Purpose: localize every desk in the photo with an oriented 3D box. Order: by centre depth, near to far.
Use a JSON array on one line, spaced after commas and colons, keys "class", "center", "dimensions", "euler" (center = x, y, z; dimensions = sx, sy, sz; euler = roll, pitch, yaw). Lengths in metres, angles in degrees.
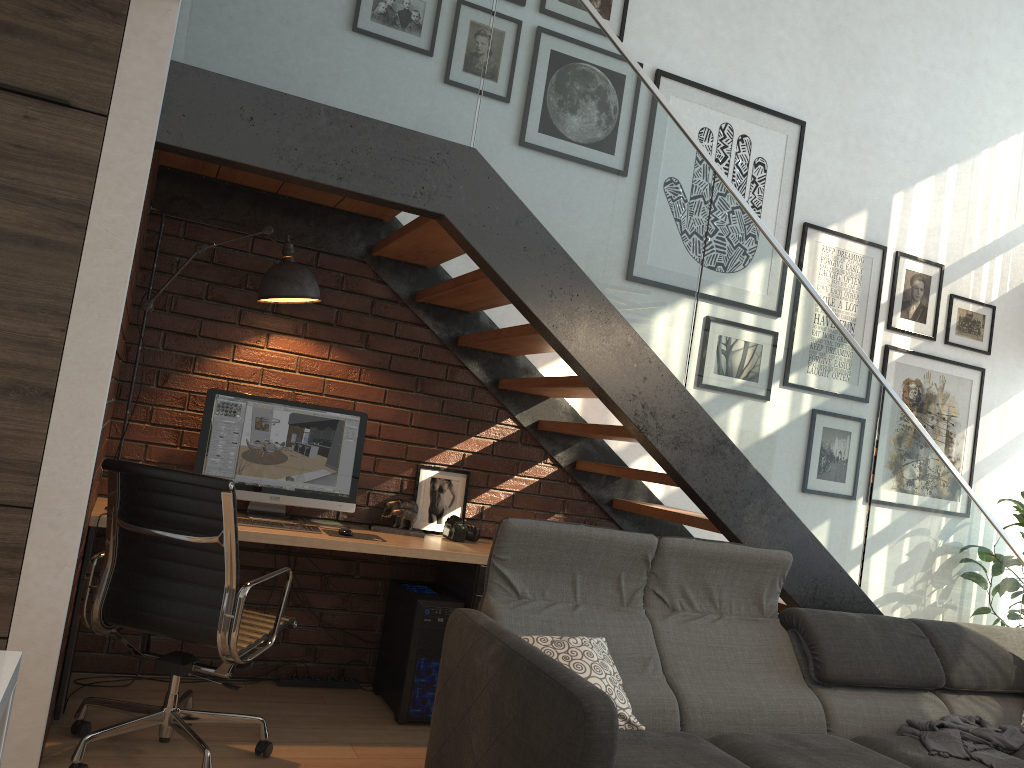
[{"class": "desk", "center": [-0.722, 1.034, 3.907], "dimensions": [2.182, 0.750, 0.610], "euler": [10, -5, -22]}]

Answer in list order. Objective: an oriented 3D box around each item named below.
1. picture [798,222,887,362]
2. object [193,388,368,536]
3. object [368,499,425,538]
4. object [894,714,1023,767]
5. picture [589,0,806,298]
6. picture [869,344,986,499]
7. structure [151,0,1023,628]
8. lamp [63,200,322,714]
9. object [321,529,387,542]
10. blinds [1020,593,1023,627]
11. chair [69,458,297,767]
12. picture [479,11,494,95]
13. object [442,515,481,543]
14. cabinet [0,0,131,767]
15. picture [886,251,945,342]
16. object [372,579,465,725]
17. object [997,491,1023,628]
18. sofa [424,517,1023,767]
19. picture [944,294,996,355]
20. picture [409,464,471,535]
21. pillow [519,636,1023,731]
[{"class": "picture", "center": [1.966, -0.423, 5.379], "dimensions": [0.654, 0.990, 0.025], "euler": [10, -5, -22]}, {"class": "object", "center": [-0.991, 0.338, 3.863], "dimensions": [0.716, 0.535, 0.431], "euler": [10, -5, -22]}, {"class": "object", "center": [-0.534, 0.622, 4.184], "dimensions": [0.252, 0.160, 0.149], "euler": [10, -4, -13]}, {"class": "object", "center": [1.724, 1.328, 3.349], "dimensions": [0.411, 0.118, 0.905], "euler": [5, -6, 43]}, {"class": "picture", "center": [0.887, -1.365, 4.934], "dimensions": [1.785, 1.678, 0.028], "euler": [10, -5, -22]}, {"class": "picture", "center": [2.653, 0.313, 5.661], "dimensions": [0.871, 0.990, 0.025], "euler": [10, -5, -22]}, {"class": "structure", "center": [-0.207, -0.029, 3.864], "dimensions": [5.660, 3.460, 1.289], "euler": [10, -5, -22]}, {"class": "lamp", "center": [-1.219, 0.312, 3.774], "dimensions": [1.054, 2.003, 0.462], "euler": [12, -5, -39]}, {"class": "object", "center": [-0.682, 0.653, 3.824], "dimensions": [0.250, 0.002, 0.200], "euler": [10, -5, -22]}, {"class": "blinds", "center": [3.932, -0.594, 5.535], "dimensions": [0.218, 5.581, 1.223], "euler": [11, -5, -25]}, {"class": "chair", "center": [-1.146, 0.783, 3.075], "dimensions": [0.651, 0.991, 0.700], "euler": [8, -4, 12]}, {"class": "picture", "center": [-0.145, -1.686, 4.503], "dimensions": [0.358, 0.440, 0.022], "euler": [10, -5, -22]}, {"class": "object", "center": [-0.230, 0.697, 4.268], "dimensions": [0.166, 0.119, 0.149], "euler": [11, -5, -25]}, {"class": "cabinet", "center": [-1.611, -0.187, 0.556], "dimensions": [2.401, 2.401, 3.495], "euler": [10, -5, -22]}, {"class": "picture", "center": [2.567, -0.555, 5.636], "dimensions": [0.410, 0.504, 0.025], "euler": [10, -5, -22]}, {"class": "object", "center": [-0.426, 1.199, 3.999], "dimensions": [0.215, 0.527, 0.474], "euler": [10, -5, -22]}, {"class": "object", "center": [3.172, 1.390, 5.551], "dimensions": [0.774, 1.463, 0.528], "euler": [9, -4, -2]}, {"class": "sofa", "center": [1.572, 1.180, 2.752], "dimensions": [3.169, 0.995, 2.108], "euler": [10, -5, -22]}, {"class": "picture", "center": [3.007, -0.387, 5.821], "dimensions": [0.410, 0.333, 0.025], "euler": [10, -5, -22]}, {"class": "picture", "center": [-0.356, 0.579, 4.383], "dimensions": [0.279, 0.329, 0.049], "euler": [10, -5, -22]}, {"class": "pillow", "center": [1.251, 1.109, 3.271], "dimensions": [2.734, 0.364, 0.386], "euler": [10, -4, -19]}]
